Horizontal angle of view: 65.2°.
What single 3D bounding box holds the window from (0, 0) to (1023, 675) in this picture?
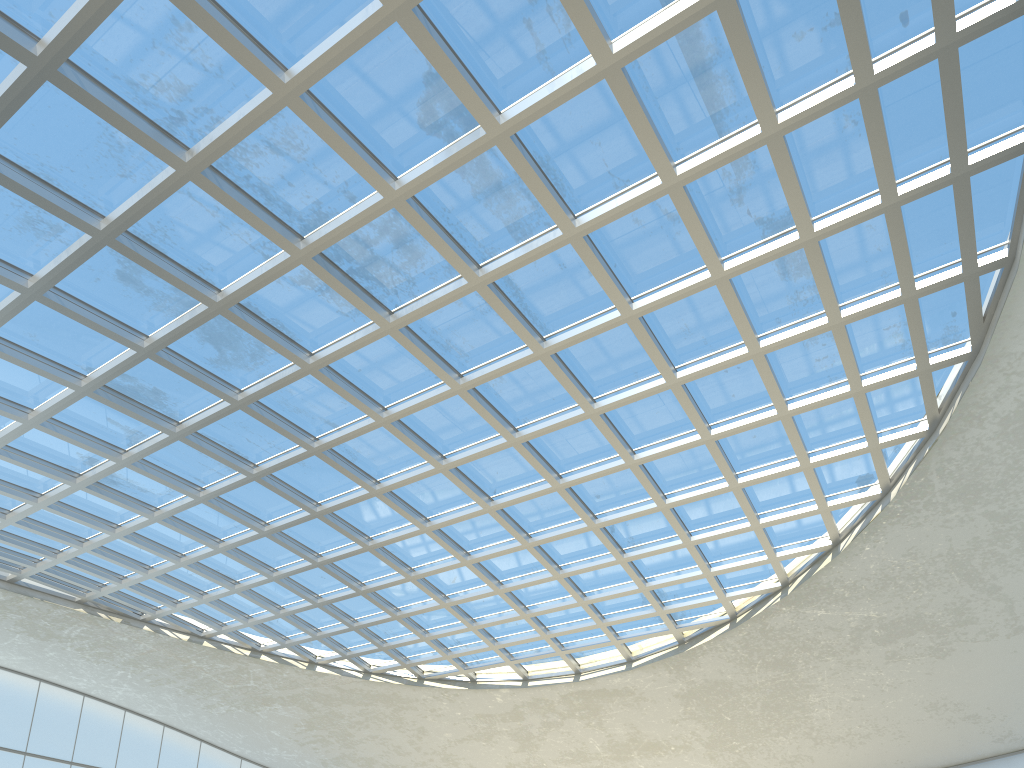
[{"bbox_3d":[-14.320,6.318,47.382,81.055,9.647,88.930,-19,-41,27],"label":"window"}]
